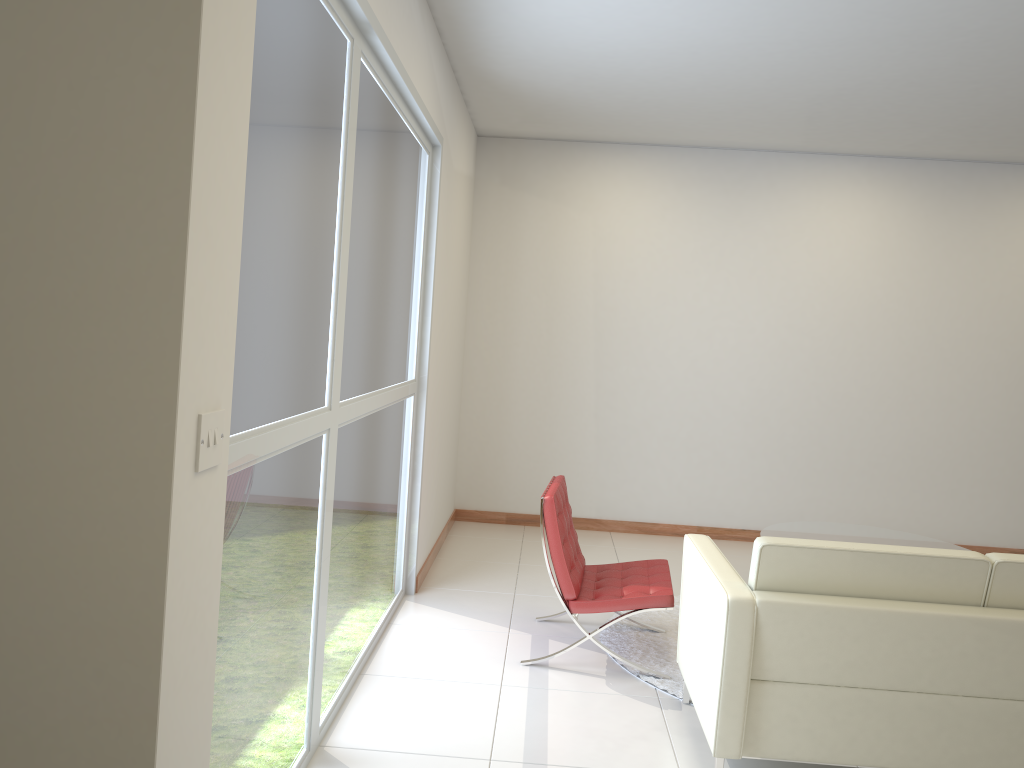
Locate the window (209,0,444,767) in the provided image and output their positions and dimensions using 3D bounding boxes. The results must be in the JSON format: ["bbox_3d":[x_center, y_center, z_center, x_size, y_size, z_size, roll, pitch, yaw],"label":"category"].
[{"bbox_3d":[-0.629,-0.018,3.561,0.121,2.713,3.436,4,2,2],"label":"window"}]

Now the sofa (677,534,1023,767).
[{"bbox_3d":[2.005,1.042,3.402,2.565,0.922,1.002,4,2,3],"label":"sofa"}]

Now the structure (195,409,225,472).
[{"bbox_3d":[-0.559,0.104,1.647,0.013,0.104,0.114,4,2,2],"label":"structure"}]

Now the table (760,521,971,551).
[{"bbox_3d":[2.185,1.202,5.371,1.320,0.404,1.539,4,3,1],"label":"table"}]

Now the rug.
[{"bbox_3d":[2.126,1.445,4.572,3.328,0.004,2.446,4,3,4],"label":"rug"}]

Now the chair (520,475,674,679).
[{"bbox_3d":[0.460,0.942,4.519,0.707,0.817,0.700,4,1,8],"label":"chair"}]
